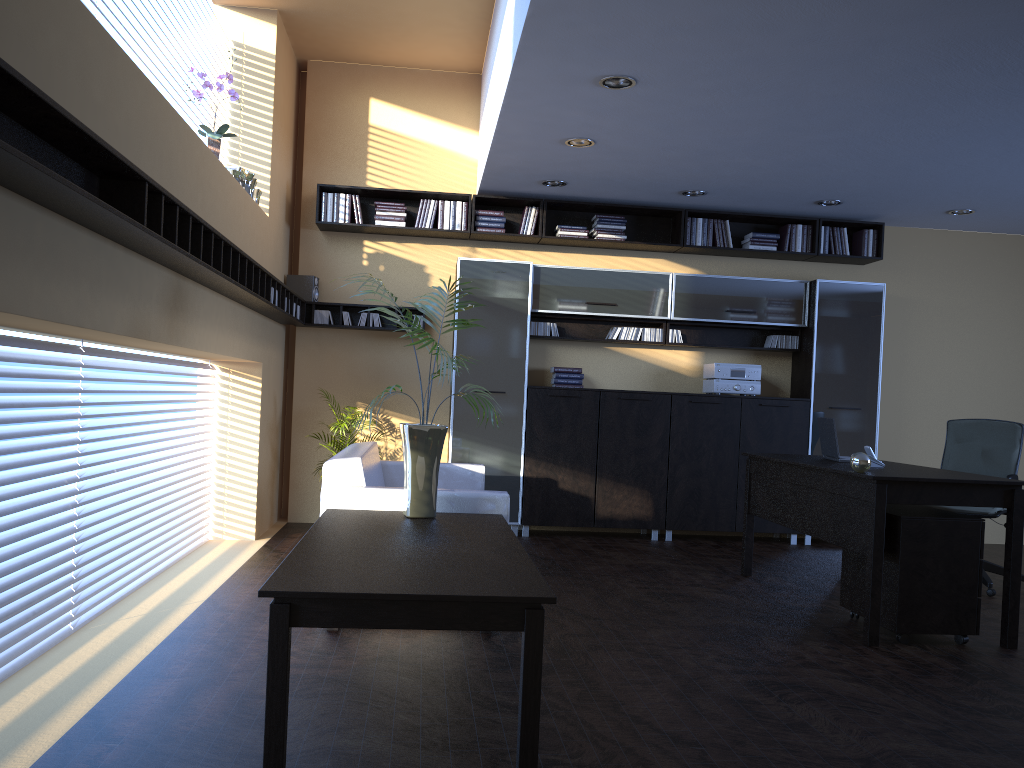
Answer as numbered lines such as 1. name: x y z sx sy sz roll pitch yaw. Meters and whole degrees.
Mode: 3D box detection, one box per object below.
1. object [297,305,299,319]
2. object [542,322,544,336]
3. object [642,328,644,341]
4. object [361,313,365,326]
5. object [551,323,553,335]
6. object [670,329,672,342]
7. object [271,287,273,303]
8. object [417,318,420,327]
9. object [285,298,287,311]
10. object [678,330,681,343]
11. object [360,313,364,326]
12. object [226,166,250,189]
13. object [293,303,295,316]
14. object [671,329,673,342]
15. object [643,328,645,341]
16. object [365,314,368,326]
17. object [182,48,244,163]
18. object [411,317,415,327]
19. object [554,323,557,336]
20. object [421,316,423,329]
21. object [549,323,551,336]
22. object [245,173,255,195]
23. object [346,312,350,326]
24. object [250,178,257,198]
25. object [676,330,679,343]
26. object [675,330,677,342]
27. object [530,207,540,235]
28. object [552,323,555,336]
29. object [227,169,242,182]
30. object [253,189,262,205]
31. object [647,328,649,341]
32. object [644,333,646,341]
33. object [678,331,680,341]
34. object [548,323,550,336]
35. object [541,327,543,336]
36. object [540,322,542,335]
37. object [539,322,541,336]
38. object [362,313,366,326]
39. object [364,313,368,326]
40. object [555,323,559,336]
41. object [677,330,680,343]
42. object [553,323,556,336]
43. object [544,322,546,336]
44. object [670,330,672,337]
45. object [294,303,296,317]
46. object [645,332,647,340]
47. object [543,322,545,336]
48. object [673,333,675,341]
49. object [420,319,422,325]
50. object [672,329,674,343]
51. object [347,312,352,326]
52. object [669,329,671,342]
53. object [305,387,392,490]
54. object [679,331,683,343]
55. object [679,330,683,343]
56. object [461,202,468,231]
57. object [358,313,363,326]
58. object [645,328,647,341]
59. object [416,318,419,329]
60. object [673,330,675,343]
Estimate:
1. object: -1.864 -0.603 7.429 0.142 0.120 0.009 3 1 -6
2. object: 0.274 -0.495 8.068 0.009 0.120 0.142 3 0 -6
3. object: 1.187 -0.452 8.158 0.009 0.120 0.142 3 0 -6
4. object: -1.322 -0.570 7.905 0.030 0.120 0.142 3 0 -6
5. object: 0.355 -0.491 8.071 0.026 0.117 0.140 3 0 -6
6. object: 1.447 -0.439 8.182 0.006 0.118 0.140 3 0 -6
7. object: -1.739 -0.617 6.158 0.142 0.120 0.009 3 1 -6
8. object: -0.838 -0.547 7.954 0.030 0.120 0.142 3 0 -6
9. object: -1.805 -0.608 6.804 0.142 0.118 0.040 3 0 -6
10. object: 1.528 -0.435 8.194 0.026 0.117 0.140 3 0 -5
11. object: -1.333 -0.570 7.904 0.030 0.120 0.142 3 0 -6
12. object: -1.890 -1.396 6.083 0.126 0.160 0.133 3 0 15
13. object: -1.849 -0.605 7.228 0.142 0.120 0.030 3 1 -6
14. object: 1.457 -0.439 8.181 0.009 0.120 0.142 3 0 -6
15. object: 1.198 -0.451 8.157 0.009 0.120 0.142 3 0 -6
16. object: -1.301 -0.569 7.907 0.030 0.124 0.142 3 0 -6
17. object: -1.814 -1.672 5.414 0.352 0.695 0.437 2 0 -26
18. object: -0.884 -0.548 7.950 0.040 0.118 0.142 3 0 -6
19. object: 0.386 -0.489 8.073 0.030 0.120 0.142 3 0 -6
20. object: -0.807 -0.546 7.957 0.009 0.120 0.142 3 0 -6
21. object: 0.334 -0.492 8.073 0.009 0.120 0.142 3 0 -6
22. object: -1.911 -1.401 6.262 0.144 0.173 0.137 3 0 45
23. object: -1.459 -0.576 7.891 0.030 0.120 0.142 3 0 -6
24. object: -1.926 -1.399 6.440 0.137 0.173 0.144 3 0 -15
25. object: 1.507 -0.436 8.190 0.030 0.120 0.142 3 0 -6
26. object: 1.497 -0.437 8.192 0.026 0.117 0.140 3 0 -6
27. object: 0.194 -1.441 7.969 0.075 0.260 0.207 3 0 -6
28. object: 0.365 -0.490 8.074 0.030 0.120 0.142 3 0 -6
29. object: -1.878 -1.374 5.953 0.094 0.113 0.090 3 0 30
30. object: -1.949 -1.384 6.667 0.117 0.149 0.124 3 0 -5
31. object: 1.238 -0.449 8.159 0.009 0.120 0.142 3 0 -6
32. object: 1.207 -0.451 8.163 0.009 0.120 0.142 3 0 -6
33. object: 1.527 -0.435 8.196 0.030 0.120 0.142 3 0 -6
34. object: 0.324 -0.492 8.068 0.009 0.120 0.142 3 0 -6
35. object: 0.264 -0.495 8.063 0.009 0.120 0.142 3 0 -6
36. object: 0.255 -0.496 8.060 0.006 0.118 0.140 3 0 -5
37. object: 0.244 -0.496 8.062 0.009 0.120 0.142 3 0 -5
38. object: -1.312 -0.569 7.906 0.030 0.120 0.142 3 0 -6
39. object: -1.302 -0.569 7.907 0.030 0.120 0.142 3 0 -6
40. object: 0.401 -0.488 8.077 0.040 0.118 0.142 3 0 -6
41. object: 1.517 -0.436 8.192 0.030 0.120 0.142 3 0 -6
42. object: 0.375 -0.490 8.078 0.030 0.120 0.142 3 0 -6
43. object: 0.294 -0.494 8.066 0.009 0.120 0.142 3 0 -6
44. object: 1.446 -0.439 8.184 0.009 0.120 0.142 3 0 -6
45. object: -1.846 -0.604 7.249 0.142 0.120 0.030 3 1 -6
46. object: 1.217 -0.450 8.169 0.009 0.120 0.142 3 0 -6
47. object: 0.284 -0.494 8.067 0.009 0.120 0.142 3 0 -6
48. object: 1.476 -0.438 8.189 0.009 0.120 0.142 3 0 -6
49. object: -0.817 -0.546 7.956 0.009 0.120 0.142 3 0 -6
50. object: 1.466 -0.438 8.187 0.009 0.120 0.142 3 0 -5
51. object: -1.444 -0.575 7.893 0.040 0.118 0.142 3 0 -6
52. object: 1.437 -0.440 8.179 0.006 0.118 0.140 3 0 -6
53. object: -1.399 0.654 7.559 0.689 1.241 0.841 3 0 28
54. object: 1.542 -0.433 8.198 0.040 0.118 0.142 3 0 -6
55. object: 1.543 -0.434 8.196 0.036 0.116 0.140 3 0 -6
56. object: -0.426 -1.470 7.902 0.050 0.258 0.207 3 0 -6
57. object: -1.348 -0.570 7.902 0.040 0.118 0.142 3 0 -6
58. object: 1.218 -0.450 8.165 0.006 0.118 0.140 3 0 -5
59. object: -0.848 -0.547 7.953 0.030 0.120 0.142 3 0 -6
60. object: 1.477 -0.438 8.187 0.006 0.118 0.140 3 0 -6
